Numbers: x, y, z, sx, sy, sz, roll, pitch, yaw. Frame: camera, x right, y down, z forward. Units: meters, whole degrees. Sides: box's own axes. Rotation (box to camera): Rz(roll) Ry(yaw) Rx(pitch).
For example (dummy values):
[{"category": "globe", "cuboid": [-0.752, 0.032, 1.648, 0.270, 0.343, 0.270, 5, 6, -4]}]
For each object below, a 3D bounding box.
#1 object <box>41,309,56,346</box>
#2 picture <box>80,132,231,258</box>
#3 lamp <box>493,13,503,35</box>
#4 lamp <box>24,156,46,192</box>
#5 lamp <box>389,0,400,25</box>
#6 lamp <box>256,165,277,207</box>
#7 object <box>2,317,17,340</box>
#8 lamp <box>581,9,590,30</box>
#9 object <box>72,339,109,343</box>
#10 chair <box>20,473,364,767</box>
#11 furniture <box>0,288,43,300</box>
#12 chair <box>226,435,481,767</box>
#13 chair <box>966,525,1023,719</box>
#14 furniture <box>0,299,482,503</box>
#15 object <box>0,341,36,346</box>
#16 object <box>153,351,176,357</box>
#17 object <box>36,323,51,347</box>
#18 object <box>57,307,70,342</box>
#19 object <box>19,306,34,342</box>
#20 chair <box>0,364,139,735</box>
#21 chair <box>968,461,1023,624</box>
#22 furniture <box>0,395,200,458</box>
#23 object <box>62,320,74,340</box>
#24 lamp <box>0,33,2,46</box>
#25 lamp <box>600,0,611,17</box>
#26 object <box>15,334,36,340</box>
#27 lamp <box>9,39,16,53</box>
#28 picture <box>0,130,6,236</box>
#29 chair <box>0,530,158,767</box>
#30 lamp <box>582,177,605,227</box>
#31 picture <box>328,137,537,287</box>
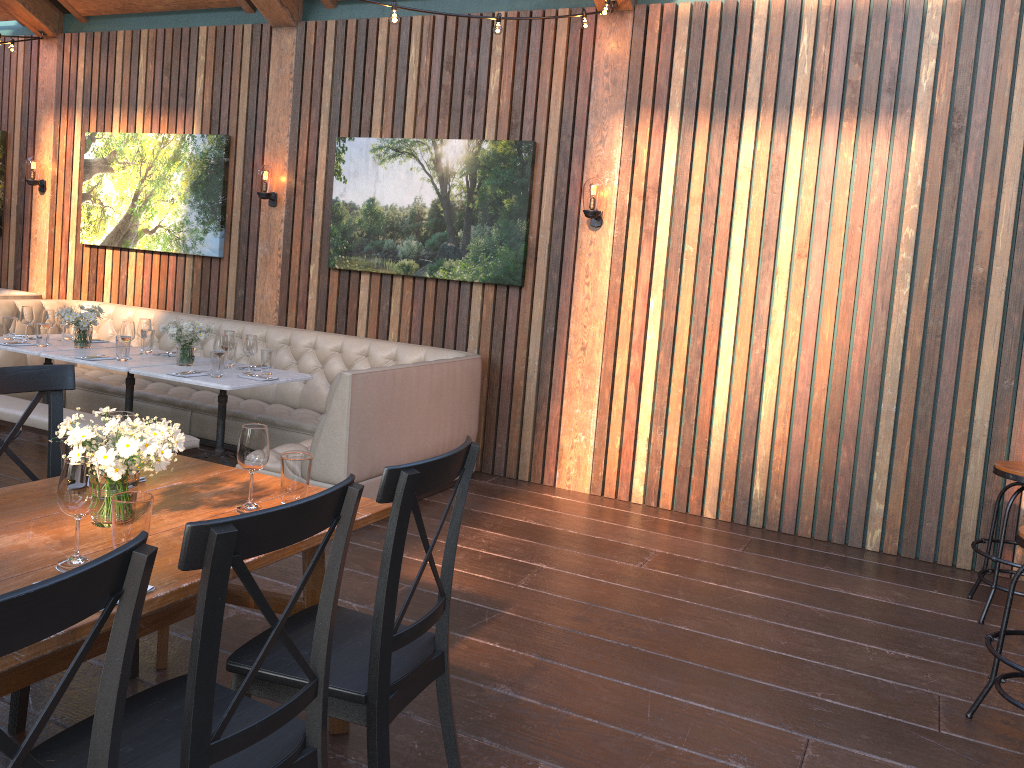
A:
[{"category": "object", "cuboid": [-3.195, -0.390, 6.096, 0.092, 0.243, 0.093, 3, 5, -17]}, {"category": "picture", "cuboid": [-3.090, -1.643, 7.581, 1.655, 0.993, 0.065, 8, 5, 25]}, {"category": "lamp", "cuboid": [-0.076, -2.064, 5.078, 0.056, 0.117, 0.067, 1, 6, -36]}, {"category": "lamp", "cuboid": [-4.391, -1.934, 8.141, 0.147, 0.318, 0.178, 7, 5, 25]}, {"category": "lamp", "cuboid": [-0.600, -1.904, 4.538, 0.056, 0.120, 0.056, 9, 6, 41]}, {"category": "lamp", "cuboid": [-1.936, -1.565, 6.975, 0.147, 0.318, 0.178, 7, 5, 25]}, {"category": "object", "cuboid": [-3.517, -0.387, 6.192, 0.092, 0.157, 0.092, 6, 5, 11]}, {"category": "lamp", "cuboid": [0.462, -2.298, 5.584, 0.065, 0.117, 0.057, 4, 5, -15]}, {"category": "object", "cuboid": [-3.092, -0.318, 6.462, 0.158, 0.019, 0.256, 9, 9, 25]}, {"category": "chair", "cuboid": [-0.651, 0.698, 1.838, 0.541, 1.015, 0.478, 7, 5, 25]}, {"category": "furniture", "cuboid": [-6.431, -0.595, 8.253, 4.171, 0.855, 1.715, 8, 8, 25]}, {"category": "chair", "cuboid": [-0.410, 0.649, 2.343, 0.541, 1.015, 0.479, 7, 5, 20]}, {"category": "chair", "cuboid": [1.891, 0.892, 3.030, 0.468, 0.731, 0.470, 6, 5, 8]}, {"category": "furniture", "cuboid": [-2.368, 0.015, 6.324, 4.171, 0.855, 1.715, 8, 8, 25]}, {"category": "object", "cuboid": [-3.348, -0.279, 6.020, 0.158, 0.019, 0.256, 9, 9, 25]}, {"category": "object", "cuboid": [-2.372, -0.210, 6.120, 0.158, 0.019, 0.256, 9, 9, 25]}, {"category": "object", "cuboid": [-3.178, -0.331, 5.992, 0.092, 0.157, 0.092, 6, 5, 11]}, {"category": "object", "cuboid": [-3.226, -0.430, 6.371, 0.092, 0.243, 0.093, 3, 5, -17]}, {"category": "object", "cuboid": [-3.406, -0.424, 6.210, 0.092, 0.243, 0.093, 3, 5, -17]}, {"category": "chair", "cuboid": [-1.542, 0.479, 2.881, 0.541, 1.015, 0.478, 7, 5, 25]}, {"category": "chair", "cuboid": [2.481, 0.772, 4.264, 0.470, 0.731, 0.468, 8, 6, 32]}, {"category": "furniture", "cuboid": [-2.871, 0.340, 5.340, 2.336, 0.397, 0.313, 8, 6, 25]}, {"category": "object", "cuboid": [-3.250, -0.404, 6.481, 0.092, 0.157, 0.092, 6, 5, 11]}, {"category": "lamp", "cuboid": [-4.556, -3.057, 7.854, 0.056, 0.120, 0.057, 0, 6, -43]}, {"category": "lamp", "cuboid": [0.559, -2.254, 5.282, 0.056, 0.120, 0.057, 4, 5, -14]}, {"category": "object", "cuboid": [-3.498, -0.339, 6.361, 0.256, 0.019, 0.158, 9, 9, 25]}, {"category": "lamp", "cuboid": [-4.377, -2.961, 7.747, 0.056, 0.118, 0.063, 6, 5, 8]}, {"category": "picture", "cuboid": [-5.600, -2.018, 8.765, 1.655, 0.993, 0.065, 8, 5, 25]}, {"category": "chair", "cuboid": [-0.893, 0.747, 1.332, 0.541, 1.015, 0.479, 7, 5, 20]}, {"category": "lamp", "cuboid": [0.535, -1.194, 5.802, 0.147, 0.318, 0.178, 7, 5, 25]}, {"category": "picture", "cuboid": [-0.624, -1.273, 6.417, 1.655, 0.993, 0.065, 8, 5, 25]}]
